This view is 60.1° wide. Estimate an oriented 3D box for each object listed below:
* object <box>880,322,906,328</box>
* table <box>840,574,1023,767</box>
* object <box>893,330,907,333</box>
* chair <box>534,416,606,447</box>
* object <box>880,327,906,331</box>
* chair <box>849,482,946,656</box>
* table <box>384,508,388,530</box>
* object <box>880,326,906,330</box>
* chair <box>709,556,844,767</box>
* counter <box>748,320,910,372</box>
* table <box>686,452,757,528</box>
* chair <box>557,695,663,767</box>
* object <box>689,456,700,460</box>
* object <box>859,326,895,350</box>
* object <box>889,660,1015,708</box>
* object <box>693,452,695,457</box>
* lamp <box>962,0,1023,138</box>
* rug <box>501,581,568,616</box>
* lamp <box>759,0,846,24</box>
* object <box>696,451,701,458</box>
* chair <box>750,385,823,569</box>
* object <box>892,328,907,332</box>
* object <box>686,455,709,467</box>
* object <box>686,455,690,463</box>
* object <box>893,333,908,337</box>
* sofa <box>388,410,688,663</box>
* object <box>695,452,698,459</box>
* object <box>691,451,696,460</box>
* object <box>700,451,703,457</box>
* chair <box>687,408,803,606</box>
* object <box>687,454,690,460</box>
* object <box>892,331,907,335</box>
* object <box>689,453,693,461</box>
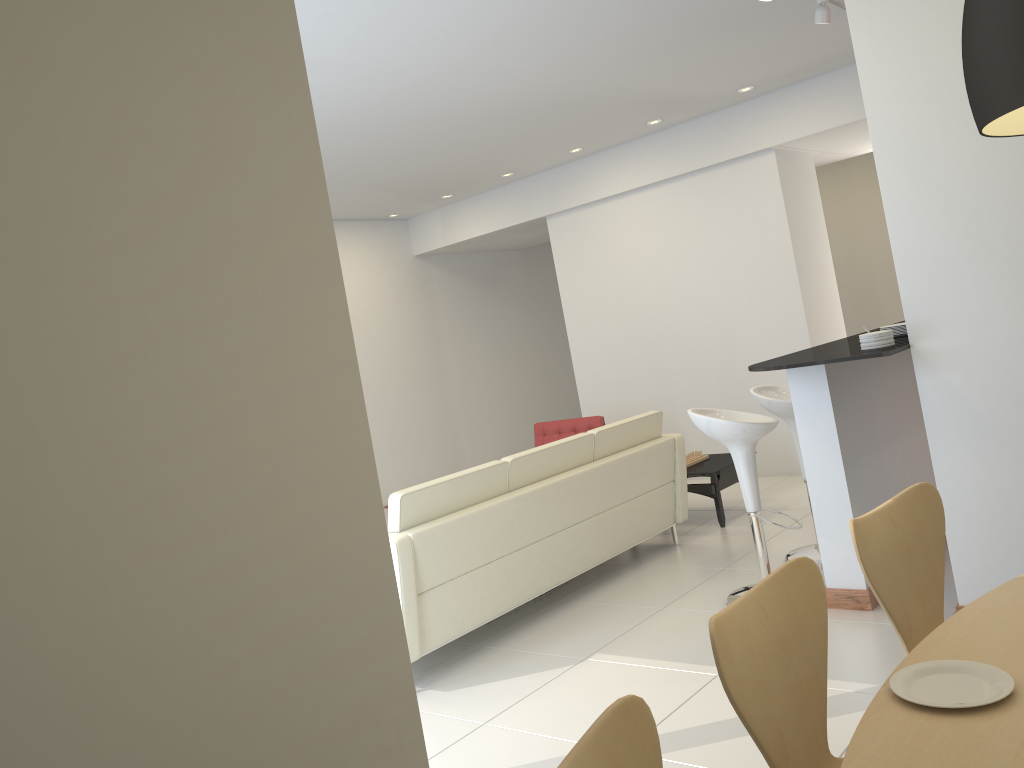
[{"bbox_3d":[1.962,-0.295,4.454,0.210,0.015,0.210,-10,2,-5],"label":"object"},{"bbox_3d":[1.297,0.858,1.333,1.273,0.730,2.274,-9,2,42],"label":"table"},{"bbox_3d":[1.967,-0.268,4.454,0.210,0.015,0.210,-10,2,-5],"label":"object"},{"bbox_3d":[0.395,0.743,7.418,0.696,0.818,0.710,-10,0,36],"label":"chair"},{"bbox_3d":[1.965,-0.282,4.454,0.210,0.015,0.210,-10,2,-5],"label":"object"},{"bbox_3d":[1.229,0.747,2.251,0.524,0.908,0.513,-10,-1,-41],"label":"chair"},{"bbox_3d":[-1.356,1.295,6.628,1.529,0.404,1.327,-9,2,40],"label":"table"},{"bbox_3d":[1.963,-0.288,4.454,0.210,0.015,0.210,-10,2,-5],"label":"object"},{"bbox_3d":[0.743,0.855,1.728,0.513,0.908,0.524,-11,-1,41],"label":"chair"},{"bbox_3d":[2.197,-0.297,4.897,0.732,0.019,2.980,-8,3,41],"label":"counter"},{"bbox_3d":[1.301,0.808,6.642,0.912,0.423,0.704,-9,2,41],"label":"table"},{"bbox_3d":[0.350,0.948,1.141,0.513,0.908,0.523,-10,0,25],"label":"chair"},{"bbox_3d":[1.238,0.583,6.674,0.348,0.001,0.348,-8,3,41],"label":"object"},{"bbox_3d":[1.614,-0.214,3.915,0.139,0.097,0.174,-10,1,34],"label":"object"},{"bbox_3d":[0.808,0.556,1.631,0.210,0.015,0.210,-10,2,-3],"label":"object"},{"bbox_3d":[1.372,0.534,6.684,0.030,0.050,0.030,-10,0,-41],"label":"object"},{"bbox_3d":[0.907,-1.199,1.372,0.591,1.495,0.597,-11,-1,43],"label":"lamp"},{"bbox_3d":[-0.736,1.407,6.091,2.430,0.004,3.345,-8,3,43],"label":"rug"},{"bbox_3d":[1.786,-2.155,5.084,0.112,0.199,1.831,-11,1,41],"label":"lamp"},{"bbox_3d":[1.402,0.529,6.658,0.030,0.052,0.030,-10,0,34],"label":"object"},{"bbox_3d":[1.695,0.496,5.084,0.459,1.022,0.462,-10,-1,-38],"label":"chair"},{"bbox_3d":[1.966,-0.275,4.454,0.210,0.015,0.210,-10,2,-5],"label":"object"},{"bbox_3d":[1.240,0.594,6.673,0.358,0.021,0.362,-8,3,41],"label":"object"},{"bbox_3d":[1.298,0.551,6.537,0.030,0.055,0.030,-10,-1,-41],"label":"object"},{"bbox_3d":[1.970,-0.254,4.454,0.210,0.015,0.210,-10,2,-5],"label":"object"},{"bbox_3d":[-0.009,0.837,5.257,0.995,0.923,2.578,-10,2,41],"label":"sofa"},{"bbox_3d":[1.376,0.533,6.628,0.030,0.055,0.030,-10,-1,-41],"label":"object"},{"bbox_3d":[1.348,0.532,6.598,0.030,0.069,0.030,-10,-1,-41],"label":"object"},{"bbox_3d":[1.428,0.527,6.688,0.030,0.044,0.030,-10,0,-41],"label":"object"},{"bbox_3d":[1.222,0.602,4.530,0.462,1.022,0.458,-11,-1,27],"label":"chair"},{"bbox_3d":[1.320,0.546,6.624,0.030,0.050,0.030,-10,0,-41],"label":"object"},{"bbox_3d":[1.968,-0.261,4.454,0.210,0.015,0.210,-10,2,-5],"label":"object"},{"bbox_3d":[1.323,0.541,6.567,0.030,0.064,0.030,-10,-1,-41],"label":"object"}]
